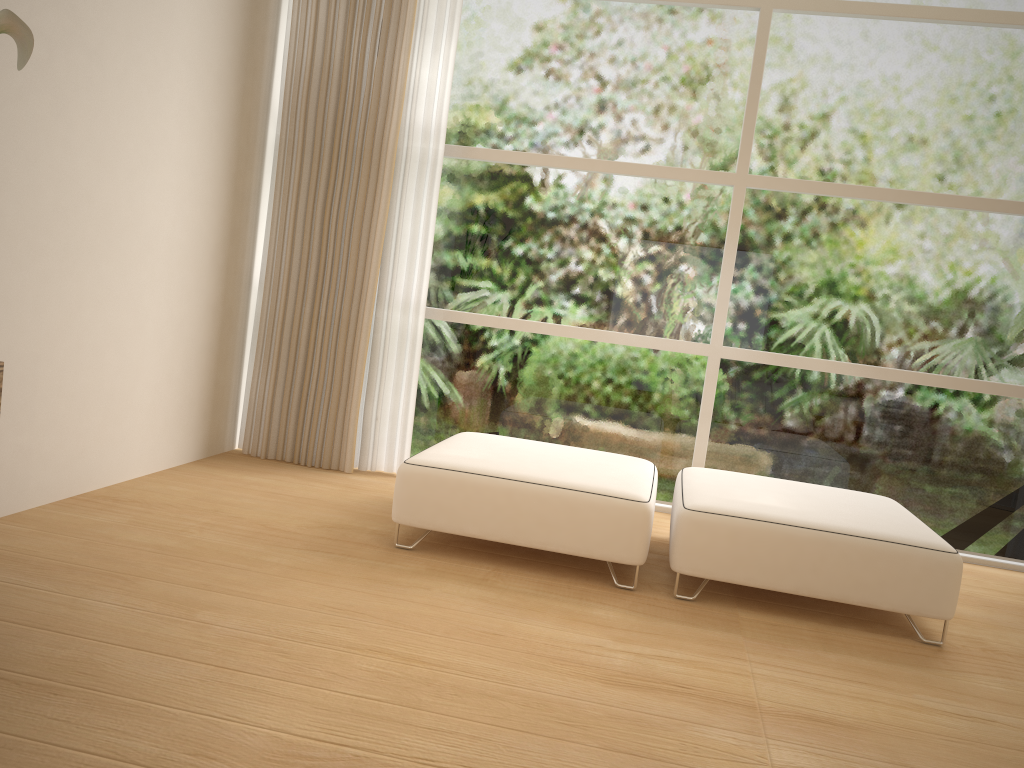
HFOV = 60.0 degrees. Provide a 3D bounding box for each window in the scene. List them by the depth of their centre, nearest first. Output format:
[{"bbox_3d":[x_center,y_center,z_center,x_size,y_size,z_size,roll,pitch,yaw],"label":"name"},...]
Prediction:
[{"bbox_3d":[1.119,-0.997,4.348,4.781,3.371,0.071,8,5,10],"label":"window"}]

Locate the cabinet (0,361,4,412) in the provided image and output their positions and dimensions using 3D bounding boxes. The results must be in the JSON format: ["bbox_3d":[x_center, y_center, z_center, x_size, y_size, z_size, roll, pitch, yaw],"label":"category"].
[{"bbox_3d":[-1.901,0.361,0.419,0.588,0.662,3.713,8,5,10],"label":"cabinet"}]

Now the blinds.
[{"bbox_3d":[-0.785,-1.239,4.421,0.950,3.352,0.211,8,5,8],"label":"blinds"}]

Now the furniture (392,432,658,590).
[{"bbox_3d":[0.100,0.468,3.654,0.965,0.346,0.964,8,5,10],"label":"furniture"}]

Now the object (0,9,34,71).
[{"bbox_3d":[-1.276,-0.589,1.914,0.515,1.085,0.608,4,6,-32],"label":"object"}]

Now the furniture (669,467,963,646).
[{"bbox_3d":[1.110,0.615,3.478,0.965,0.346,0.964,8,5,10],"label":"furniture"}]
